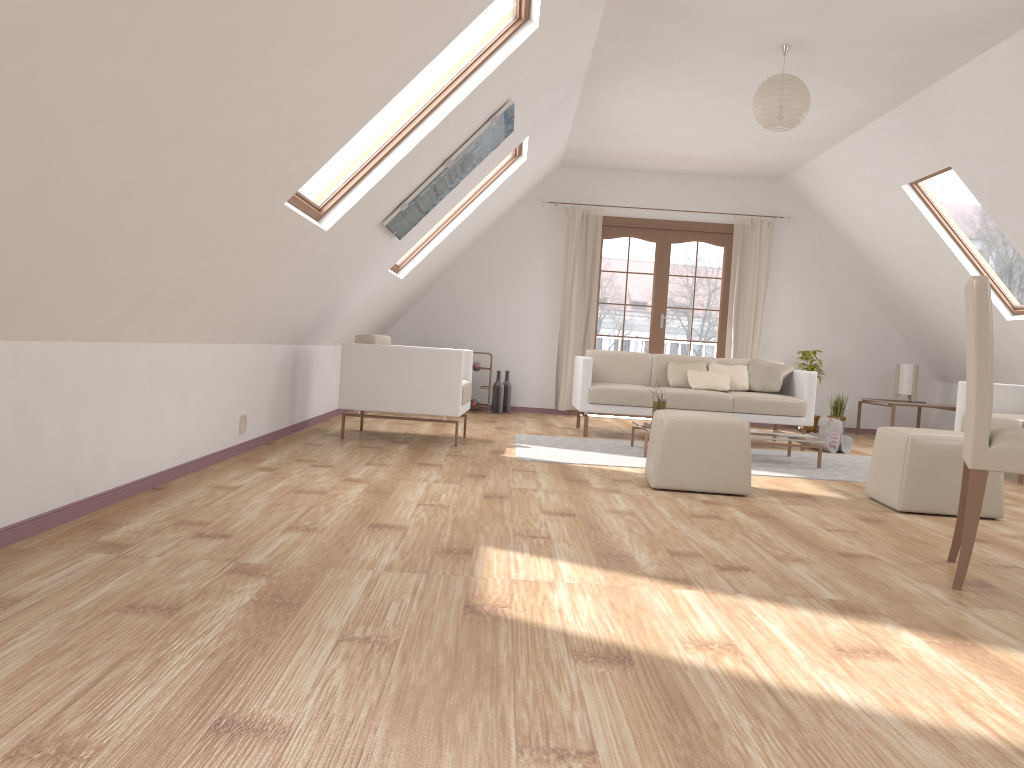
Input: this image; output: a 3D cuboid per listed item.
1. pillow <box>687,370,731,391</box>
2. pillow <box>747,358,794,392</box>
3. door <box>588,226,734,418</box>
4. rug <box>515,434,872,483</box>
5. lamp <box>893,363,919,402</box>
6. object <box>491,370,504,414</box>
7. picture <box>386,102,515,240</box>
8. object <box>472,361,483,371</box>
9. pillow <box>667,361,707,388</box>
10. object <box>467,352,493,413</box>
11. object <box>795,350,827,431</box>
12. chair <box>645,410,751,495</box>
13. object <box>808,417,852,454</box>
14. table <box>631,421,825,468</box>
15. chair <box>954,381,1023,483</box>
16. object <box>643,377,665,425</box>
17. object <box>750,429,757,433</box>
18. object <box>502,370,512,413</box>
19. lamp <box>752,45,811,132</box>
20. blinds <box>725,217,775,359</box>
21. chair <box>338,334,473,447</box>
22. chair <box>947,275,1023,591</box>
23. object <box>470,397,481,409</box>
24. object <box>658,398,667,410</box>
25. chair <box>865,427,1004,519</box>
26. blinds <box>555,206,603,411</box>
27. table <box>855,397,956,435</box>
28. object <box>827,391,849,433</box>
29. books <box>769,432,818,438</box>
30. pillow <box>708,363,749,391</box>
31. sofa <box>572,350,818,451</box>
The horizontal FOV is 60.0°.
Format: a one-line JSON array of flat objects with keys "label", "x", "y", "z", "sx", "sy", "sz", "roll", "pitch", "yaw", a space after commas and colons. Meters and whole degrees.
[{"label": "pillow", "x": 1.647, "y": -0.023, "z": 7.400, "sx": 0.363, "sy": 0.170, "sz": 0.227, "roll": 4, "pitch": 2, "yaw": 5}, {"label": "pillow", "x": 2.154, "y": -0.071, "z": 7.500, "sx": 0.269, "sy": 0.276, "sz": 0.424, "roll": 2, "pitch": 3, "yaw": -41}, {"label": "door", "x": 1.550, "y": -0.632, "z": 9.394, "sx": 1.546, "sy": 2.001, "sz": 0.098, "roll": 4, "pitch": 2, "yaw": 0}, {"label": "rug", "x": 1.420, "y": 0.512, "z": 6.128, "sx": 2.800, "sy": 0.007, "sz": 1.600, "roll": 4, "pitch": 2, "yaw": 0}, {"label": "lamp", "x": 4.002, "y": -0.016, "z": 8.987, "sx": 0.221, "sy": 0.375, "sz": 0.180, "roll": 5, "pitch": 3, "yaw": 33}, {"label": "object", "x": -0.143, "y": 0.084, "z": 8.998, "sx": 0.115, "sy": 0.443, "sz": 0.120, "roll": 3, "pitch": 2, "yaw": -6}, {"label": "picture", "x": -0.350, "y": -1.244, "z": 5.297, "sx": 0.683, "sy": 0.738, "sz": 0.650, "roll": 4, "pitch": 2, "yaw": 0}, {"label": "object", "x": -0.357, "y": -0.180, "z": 9.001, "sx": 0.109, "sy": 0.109, "sz": 0.435, "roll": 4, "pitch": 2, "yaw": 0}, {"label": "pillow", "x": 1.498, "y": -0.082, "z": 7.547, "sx": 0.351, "sy": 0.235, "sz": 0.185, "roll": 4, "pitch": 2, "yaw": 3}, {"label": "object", "x": -0.644, "y": -0.039, "z": 9.047, "sx": 0.854, "sy": 0.608, "sz": 0.417, "roll": 4, "pitch": 2, "yaw": 0}, {"label": "object", "x": 3.054, "y": 0.068, "z": 9.142, "sx": 0.311, "sy": 0.846, "sz": 0.307, "roll": 3, "pitch": 2, "yaw": -8}, {"label": "chair", "x": 0.981, "y": 0.345, "z": 4.693, "sx": 0.506, "sy": 0.394, "sz": 0.506, "roll": 4, "pitch": 2, "yaw": 4}, {"label": "object", "x": 2.588, "y": 0.411, "z": 7.220, "sx": 0.212, "sy": 0.267, "sz": 0.315, "roll": 3, "pitch": 2, "yaw": -13}, {"label": "table", "x": 1.464, "y": 0.420, "z": 6.191, "sx": 1.173, "sy": 0.190, "sz": 0.730, "roll": 4, "pitch": 2, "yaw": 0}, {"label": "chair", "x": 3.673, "y": 0.303, "z": 6.164, "sx": 0.820, "sy": 0.706, "sz": 0.748, "roll": 3, "pitch": 2, "yaw": -11}, {"label": "object", "x": 1.015, "y": 0.112, "z": 6.235, "sx": 0.123, "sy": 0.359, "sz": 0.184, "roll": 6, "pitch": 3, "yaw": 41}, {"label": "object", "x": 1.632, "y": 0.309, "z": 6.193, "sx": 0.143, "sy": 0.052, "sz": 0.064, "roll": 4, "pitch": 2, "yaw": 0}, {"label": "object", "x": -0.060, "y": 0.081, "z": 9.207, "sx": 0.115, "sy": 0.443, "sz": 0.120, "roll": 3, "pitch": 2, "yaw": -6}, {"label": "lamp", "x": 1.643, "y": -1.799, "z": 5.389, "sx": 0.340, "sy": 0.497, "sz": 0.340, "roll": 6, "pitch": 3, "yaw": 39}, {"label": "blinds", "x": 2.467, "y": -0.665, "z": 9.264, "sx": 0.424, "sy": 2.129, "sz": 0.123, "roll": 3, "pitch": 2, "yaw": -5}, {"label": "chair", "x": -0.704, "y": 0.025, "z": 6.152, "sx": 0.820, "sy": 0.706, "sz": 0.748, "roll": 4, "pitch": 2, "yaw": 2}, {"label": "chair", "x": 1.782, "y": 0.170, "z": 2.878, "sx": 0.618, "sy": 0.999, "sz": 0.477, "roll": 5, "pitch": 3, "yaw": 24}, {"label": "object", "x": -0.380, "y": 0.195, "z": 9.015, "sx": 0.109, "sy": 0.109, "sz": 0.435, "roll": 4, "pitch": 2, "yaw": 0}, {"label": "object", "x": 1.071, "y": 0.198, "z": 6.352, "sx": 0.075, "sy": 0.185, "sz": 0.075, "roll": 5, "pitch": 3, "yaw": 31}, {"label": "chair", "x": 2.120, "y": 0.427, "z": 4.458, "sx": 0.506, "sy": 0.394, "sz": 0.506, "roll": 4, "pitch": 2, "yaw": 4}, {"label": "blinds", "x": 0.671, "y": -0.778, "z": 9.293, "sx": 0.423, "sy": 2.130, "sz": 0.120, "roll": 4, "pitch": 2, "yaw": -3}, {"label": "table", "x": 3.928, "y": 0.370, "z": 8.839, "sx": 0.730, "sy": 0.390, "sz": 0.773, "roll": 4, "pitch": 2, "yaw": -2}, {"label": "object", "x": 3.274, "y": 0.277, "z": 8.902, "sx": 0.234, "sy": 0.480, "sz": 0.209, "roll": 2, "pitch": 3, "yaw": -34}, {"label": "books", "x": 1.958, "y": 0.355, "z": 6.156, "sx": 0.280, "sy": 0.005, "sz": 0.192, "roll": 3, "pitch": 2, "yaw": -8}, {"label": "pillow", "x": 1.838, "y": -0.059, "z": 7.544, "sx": 0.351, "sy": 0.225, "sz": 0.196, "roll": 4, "pitch": 2, "yaw": 5}, {"label": "sofa", "x": 1.477, "y": 0.112, "z": 7.451, "sx": 1.880, "sy": 0.706, "sz": 0.820, "roll": 4, "pitch": 2, "yaw": 0}]
